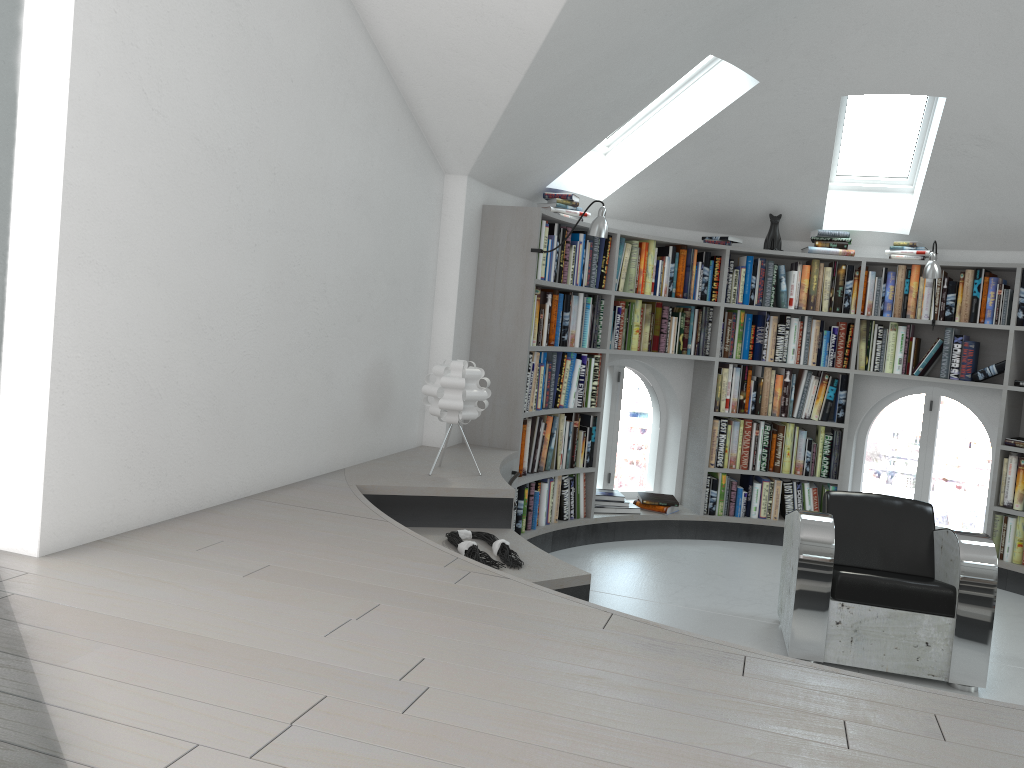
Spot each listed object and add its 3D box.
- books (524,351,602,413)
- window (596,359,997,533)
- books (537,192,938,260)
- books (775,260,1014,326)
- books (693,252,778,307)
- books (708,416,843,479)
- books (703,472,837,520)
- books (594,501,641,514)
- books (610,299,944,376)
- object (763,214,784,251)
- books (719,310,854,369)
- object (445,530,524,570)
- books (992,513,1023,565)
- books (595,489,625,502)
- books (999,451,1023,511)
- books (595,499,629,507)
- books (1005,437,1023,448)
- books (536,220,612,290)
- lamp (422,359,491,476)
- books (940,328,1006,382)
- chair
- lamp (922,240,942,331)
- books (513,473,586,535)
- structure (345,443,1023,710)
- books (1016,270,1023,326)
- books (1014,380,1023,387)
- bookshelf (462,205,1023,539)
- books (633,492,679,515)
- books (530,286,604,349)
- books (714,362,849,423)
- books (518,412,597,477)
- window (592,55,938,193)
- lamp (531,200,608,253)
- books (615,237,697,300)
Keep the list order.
[{"bbox_3d":[0.212,-0.027,5.431,0.261,0.358,1.019,7,5,34],"label":"books"},{"bbox_3d":[1.842,0.425,6.413,3.231,1.149,0.618,5,3,3],"label":"window"},{"bbox_3d":[1.481,-1.030,5.988,2.812,0.173,0.749,4,4,-13],"label":"books"},{"bbox_3d":[2.593,-0.638,6.086,1.567,0.366,0.394,7,4,22],"label":"books"},{"bbox_3d":[1.540,-0.736,6.277,0.682,0.345,0.265,5,3,-6],"label":"books"},{"bbox_3d":[1.862,0.440,6.320,1.032,0.357,0.293,5,3,2],"label":"books"},{"bbox_3d":[1.813,0.800,6.333,1.019,0.306,0.288,5,4,2],"label":"books"},{"bbox_3d":[0.650,0.837,6.174,0.365,0.042,0.389,4,5,-17],"label":"books"},{"bbox_3d":[1.711,-0.323,6.144,2.528,0.370,0.592,5,4,-2],"label":"books"},{"bbox_3d":[1.857,-1.060,6.245,0.147,0.264,0.202,6,3,13],"label":"object"},{"bbox_3d":[1.919,-0.325,6.324,1.028,0.358,0.301,5,3,3],"label":"books"},{"bbox_3d":[-0.114,0.639,3.435,0.218,0.082,0.474,4,5,-20],"label":"object"},{"bbox_3d":[3.475,1.040,5.121,0.359,0.311,1.501,4,5,-21],"label":"books"},{"bbox_3d":[0.656,0.772,6.171,0.213,0.036,0.227,5,4,-7],"label":"books"},{"bbox_3d":[3.419,0.648,5.374,0.272,0.350,0.874,3,5,-32],"label":"books"},{"bbox_3d":[0.653,0.803,6.173,0.269,0.031,0.286,5,4,-7],"label":"books"},{"bbox_3d":[3.486,0.277,5.277,0.251,0.351,0.976,3,5,-31],"label":"books"},{"bbox_3d":[0.260,-0.791,5.417,0.301,0.361,1.032,7,5,33],"label":"books"},{"bbox_3d":[-0.266,0.151,4.116,0.305,0.524,0.306,5,3,5],"label":"lamp"},{"bbox_3d":[3.068,-0.182,5.835,0.400,0.340,0.224,8,4,37],"label":"books"},{"bbox_3d":[1.741,0.927,4.228,0.823,0.718,0.742,6,4,12],"label":"chair"},{"bbox_3d":[2.724,-0.637,5.765,0.113,0.566,0.358,6,3,24],"label":"lamp"},{"bbox_3d":[0.150,0.708,5.536,0.283,0.319,0.918,8,5,35],"label":"books"},{"bbox_3d":[1.644,0.931,4.147,4.705,0.692,4.721,3,5,-28],"label":"structure"},{"bbox_3d":[3.532,-0.494,5.305,0.305,0.367,0.971,3,5,-30],"label":"books"},{"bbox_3d":[3.426,0.021,5.530,0.365,0.042,0.389,2,5,-33],"label":"books"},{"bbox_3d":[2.118,0.102,5.428,4.336,1.878,2.110,6,4,17],"label":"bookshelf"},{"bbox_3d":[1.022,0.839,6.241,0.318,0.099,0.292,7,5,18],"label":"books"},{"bbox_3d":[0.224,-0.407,5.457,0.303,0.347,1.088,7,5,32],"label":"books"},{"bbox_3d":[1.883,0.055,6.300,0.997,0.351,0.298,5,3,1],"label":"books"},{"bbox_3d":[0.027,0.528,5.231,0.391,0.694,1.641,7,4,27],"label":"books"},{"bbox_3d":[2.276,-1.659,5.344,4.058,0.712,1.934,6,4,17],"label":"window"},{"bbox_3d":[0.330,-0.869,4.920,0.414,0.311,0.117,6,3,14],"label":"lamp"},{"bbox_3d":[0.903,-0.786,6.041,0.792,0.372,0.269,3,4,-30],"label":"books"}]
